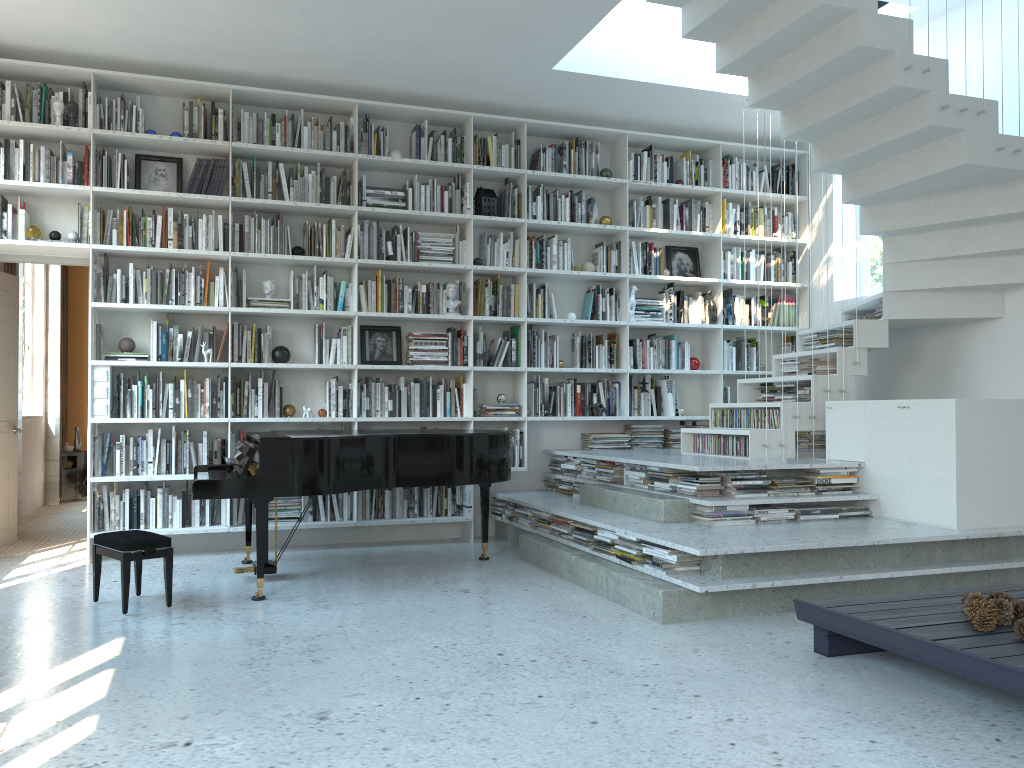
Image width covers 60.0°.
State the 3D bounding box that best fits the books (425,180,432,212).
[{"bbox_3d":[-0.621,-1.361,6.569,0.029,0.273,0.140,0,-1,-19],"label":"books"}]

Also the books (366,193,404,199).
[{"bbox_3d":[-0.930,-1.348,6.442,0.254,0.025,0.161,1,-2,-23],"label":"books"}]

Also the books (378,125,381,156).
[{"bbox_3d":[-0.971,-1.727,6.437,0.013,0.264,0.147,0,-1,-19],"label":"books"}]

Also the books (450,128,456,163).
[{"bbox_3d":[-0.441,-1.744,6.630,0.012,0.308,0.138,0,-1,-19],"label":"books"}]

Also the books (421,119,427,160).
[{"bbox_3d":[-0.652,-1.758,6.536,0.010,0.331,0.186,0,-1,-19],"label":"books"}]

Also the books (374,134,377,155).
[{"bbox_3d":[-1.007,-1.693,6.423,0.023,0.195,0.172,0,-1,-19],"label":"books"}]

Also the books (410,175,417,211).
[{"bbox_3d":[-0.721,-1.368,6.495,0.011,0.284,0.190,0,-1,-19],"label":"books"}]

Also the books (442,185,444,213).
[{"bbox_3d":[-0.530,-1.339,6.575,0.012,0.230,0.158,0,-1,-19],"label":"books"}]

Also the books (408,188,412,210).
[{"bbox_3d":[-0.764,-1.320,6.492,0.025,0.187,0.193,0,-1,-19],"label":"books"}]

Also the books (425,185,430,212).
[{"bbox_3d":[-0.641,-1.334,6.540,0.028,0.219,0.183,0,-1,-19],"label":"books"}]

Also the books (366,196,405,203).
[{"bbox_3d":[-0.929,-1.324,6.439,0.285,0.024,0.159,0,-2,-14],"label":"books"}]

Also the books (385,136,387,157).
[{"bbox_3d":[-0.930,-1.688,6.454,0.010,0.186,0.152,0,-1,-19],"label":"books"}]

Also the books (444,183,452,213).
[{"bbox_3d":[-0.480,-1.348,6.588,0.032,0.248,0.173,0,-1,-19],"label":"books"}]

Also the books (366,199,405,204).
[{"bbox_3d":[-0.933,-1.306,6.445,0.285,0.012,0.159,1,-2,-21],"label":"books"}]

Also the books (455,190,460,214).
[{"bbox_3d":[-0.425,-1.324,6.609,0.029,0.202,0.191,0,-1,-19],"label":"books"}]

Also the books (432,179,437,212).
[{"bbox_3d":[-0.589,-1.359,6.558,0.023,0.269,0.185,0,-1,-19],"label":"books"}]

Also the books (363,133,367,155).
[{"bbox_3d":[-1.071,-1.693,6.394,0.026,0.194,0.166,0,-1,-19],"label":"books"}]

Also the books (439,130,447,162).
[{"bbox_3d":[-0.514,-1.726,6.577,0.010,0.270,0.180,0,-1,-19],"label":"books"}]

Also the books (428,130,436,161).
[{"bbox_3d":[-0.595,-1.726,6.580,0.028,0.270,0.140,0,-1,-19],"label":"books"}]

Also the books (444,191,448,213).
[{"bbox_3d":[-0.509,-1.318,6.578,0.029,0.188,0.176,0,-1,-19],"label":"books"}]

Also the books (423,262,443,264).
[{"bbox_3d":[-0.579,-0.876,6.557,0.254,0.012,0.161,1,-2,-23],"label":"books"}]

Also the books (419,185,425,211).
[{"bbox_3d":[-0.677,-1.333,6.524,0.027,0.216,0.190,0,-1,-19],"label":"books"}]

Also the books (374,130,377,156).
[{"bbox_3d":[-0.999,-1.711,6.447,0.006,0.233,0.136,0,-1,-19],"label":"books"}]

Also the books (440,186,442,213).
[{"bbox_3d":[-0.542,-1.339,6.578,0.010,0.230,0.152,0,-1,-19],"label":"books"}]

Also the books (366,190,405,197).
[{"bbox_3d":[-0.932,-1.373,6.447,0.285,0.024,0.159,0,-2,-17],"label":"books"}]

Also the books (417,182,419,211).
[{"bbox_3d":[-0.711,-1.344,6.515,0.021,0.237,0.171,0,-1,-19],"label":"books"}]

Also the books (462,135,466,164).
[{"bbox_3d":[-0.372,-1.718,6.654,0.022,0.257,0.136,0,-1,-19],"label":"books"}]

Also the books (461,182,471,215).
[{"bbox_3d":[-0.355,-1.343,6.576,0.037,0.237,0.272,0,-2,-19],"label":"books"}]

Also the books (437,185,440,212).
[{"bbox_3d":[-0.565,-1.336,6.557,0.023,0.223,0.190,0,-1,-19],"label":"books"}]

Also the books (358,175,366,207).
[{"bbox_3d":[-1.077,-1.354,6.371,0.021,0.249,0.191,0,-1,-19],"label":"books"}]

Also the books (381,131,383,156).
[{"bbox_3d":[-0.956,-1.704,6.437,0.016,0.219,0.144,0,-1,-19],"label":"books"}]

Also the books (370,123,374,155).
[{"bbox_3d":[-1.019,-1.728,6.406,0.011,0.265,0.163,0,-1,-19],"label":"books"}]

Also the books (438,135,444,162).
[{"bbox_3d":[-0.535,-1.709,6.585,0.023,0.236,0.154,0,-1,-19],"label":"books"}]

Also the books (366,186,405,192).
[{"bbox_3d":[-0.934,-1.397,6.452,0.285,0.024,0.159,1,-2,-19],"label":"books"}]

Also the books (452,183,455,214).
[{"bbox_3d":[-0.457,-1.354,6.613,0.029,0.261,0.133,0,-1,-19],"label":"books"}]

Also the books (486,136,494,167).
[{"bbox_3d":[-0.187,-1.715,6.697,0.054,0.254,0.191,0,-1,-19],"label":"books"}]

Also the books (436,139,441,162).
[{"bbox_3d":[-0.560,-1.693,6.571,0.033,0.203,0.166,0,-1,-19],"label":"books"}]

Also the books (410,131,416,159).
[{"bbox_3d":[-0.731,-1.715,6.529,0.012,0.245,0.151,0,-1,-19],"label":"books"}]

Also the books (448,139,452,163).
[{"bbox_3d":[-0.485,-1.692,6.580,0.023,0.202,0.193,0,-1,-19],"label":"books"}]

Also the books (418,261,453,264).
[{"bbox_3d":[-0.580,-0.888,6.559,0.254,0.012,0.161,0,-2,-16],"label":"books"}]

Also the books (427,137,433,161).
[{"bbox_3d":[-0.625,-1.697,6.549,0.050,0.211,0.173,0,-1,-19],"label":"books"}]

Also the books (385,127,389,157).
[{"bbox_3d":[-0.918,-1.722,6.451,0.011,0.256,0.143,0,-1,-19],"label":"books"}]

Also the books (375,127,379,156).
[{"bbox_3d":[-0.986,-1.719,6.438,0.014,0.248,0.139,0,-1,-19],"label":"books"}]

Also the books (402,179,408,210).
[{"bbox_3d":[-0.783,-1.353,6.490,0.012,0.254,0.161,0,-1,-19],"label":"books"}]

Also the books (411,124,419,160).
[{"bbox_3d":[-0.713,-1.739,6.517,0.014,0.292,0.176,0,-1,-19],"label":"books"}]

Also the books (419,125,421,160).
[{"bbox_3d":[-0.694,-1.740,6.532,0.011,0.296,0.157,0,-1,-19],"label":"books"}]

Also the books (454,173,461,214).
[{"bbox_3d":[-0.409,-1.390,6.625,0.012,0.334,0.155,0,-1,-19],"label":"books"}]

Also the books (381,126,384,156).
[{"bbox_3d":[-0.946,-1.722,6.439,0.005,0.255,0.168,0,-1,-19],"label":"books"}]

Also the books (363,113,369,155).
[{"bbox_3d":[-1.057,-1.766,6.415,0.014,0.341,0.145,0,-1,-19],"label":"books"}]

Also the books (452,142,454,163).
[{"bbox_3d":[-0.455,-1.692,6.631,0.014,0.204,0.135,0,-1,-19],"label":"books"}]

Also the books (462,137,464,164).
[{"bbox_3d":[-0.387,-1.709,6.641,0.014,0.238,0.153,0,-1,-19],"label":"books"}]

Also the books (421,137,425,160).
[{"bbox_3d":[-0.678,-1.696,6.549,0.031,0.208,0.146,0,-1,-19],"label":"books"}]

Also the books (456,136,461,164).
[{"bbox_3d":[-0.419,-1.712,6.628,0.028,0.244,0.161,0,-1,-19],"label":"books"}]

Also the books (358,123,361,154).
[{"bbox_3d":[-1.115,-1.723,6.373,0.026,0.253,0.185,0,-1,-19],"label":"books"}]

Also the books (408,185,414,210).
[{"bbox_3d":[-0.751,-1.337,6.528,0.024,0.223,0.128,0,-1,-19],"label":"books"}]

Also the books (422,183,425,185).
[{"bbox_3d":[-0.663,-1.347,6.543,0.012,0.244,0.131,0,-1,-19],"label":"books"}]

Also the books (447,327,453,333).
[{"bbox_3d":[-0.466,-0.270,6.609,0.011,0.299,0.130,0,-1,-19],"label":"books"}]

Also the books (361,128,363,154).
[{"bbox_3d":[-1.099,-1.710,6.398,0.023,0.228,0.157,0,-1,-19],"label":"books"}]
